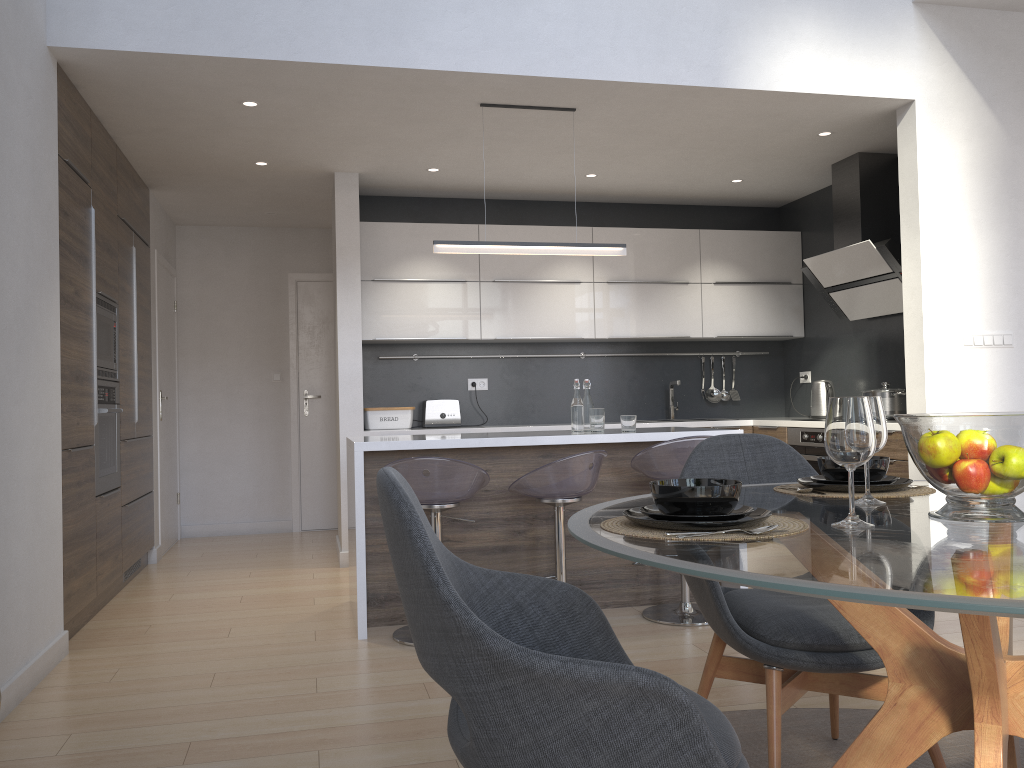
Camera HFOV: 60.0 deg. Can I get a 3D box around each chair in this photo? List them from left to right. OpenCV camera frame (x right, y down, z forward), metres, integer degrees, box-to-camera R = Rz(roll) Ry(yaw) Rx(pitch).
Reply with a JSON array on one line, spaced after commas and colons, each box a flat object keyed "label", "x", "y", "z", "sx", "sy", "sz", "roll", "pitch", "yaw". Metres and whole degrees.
[{"label": "chair", "x": -0.328, "y": 0.699, "z": 3.876, "sx": 0.475, "sy": 0.787, "sz": 0.434, "roll": -1, "pitch": -1, "yaw": 5}, {"label": "chair", "x": 0.213, "y": 0.688, "z": 3.983, "sx": 0.434, "sy": 0.787, "sz": 0.475, "roll": -3, "pitch": -2, "yaw": 40}, {"label": "chair", "x": 0.090, "y": 0.580, "z": 1.515, "sx": 0.619, "sy": 0.891, "sz": 0.655, "roll": -1, "pitch": -1, "yaw": -6}, {"label": "chair", "x": 0.795, "y": 0.652, "z": 4.118, "sx": 0.475, "sy": 0.838, "sz": 0.434, "roll": -1, "pitch": -1, "yaw": -15}, {"label": "chair", "x": 0.738, "y": 0.584, "z": 2.320, "sx": 0.655, "sy": 0.891, "sz": 0.619, "roll": -1, "pitch": -1, "yaw": -11}]

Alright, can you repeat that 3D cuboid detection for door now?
[{"label": "door", "x": -2.544, "y": 0.152, "z": 6.566, "sx": 0.085, "sy": 2.136, "sz": 0.974, "roll": -1, "pitch": -1, "yaw": -13}, {"label": "door", "x": -1.346, "y": 0.143, "z": 7.381, "sx": 0.974, "sy": 2.136, "sz": 0.085, "roll": -1, "pitch": -1, "yaw": -13}]

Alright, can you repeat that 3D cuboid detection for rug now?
[{"label": "rug", "x": 0.866, "y": 1.006, "z": 1.572, "sx": 2.499, "sy": 0.010, "sz": 2.499, "roll": 0, "pitch": -2, "yaw": -40}]

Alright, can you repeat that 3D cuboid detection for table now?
[{"label": "table", "x": 0.859, "y": 0.619, "z": 1.572, "sx": 1.499, "sy": 0.764, "sz": 1.499, "roll": -1, "pitch": -1, "yaw": -24}]

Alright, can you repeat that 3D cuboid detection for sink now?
[{"label": "sink", "x": 1.241, "y": 0.235, "z": 6.430, "sx": 0.626, "sy": 0.518, "sz": 0.512, "roll": -1, "pitch": -1, "yaw": -13}]

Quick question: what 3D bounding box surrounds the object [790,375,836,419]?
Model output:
[{"label": "object", "x": 2.154, "y": 0.085, "z": 6.332, "sx": 0.179, "sy": 0.318, "sz": 0.590, "roll": -1, "pitch": -1, "yaw": -6}]

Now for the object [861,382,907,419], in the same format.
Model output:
[{"label": "object", "x": 2.309, "y": 0.101, "z": 5.468, "sx": 0.288, "sy": 0.223, "sz": 0.315, "roll": -2, "pitch": -2, "yaw": 28}]

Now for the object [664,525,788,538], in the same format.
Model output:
[{"label": "object", "x": 0.342, "y": 0.240, "z": 1.562, "sx": 0.206, "sy": 0.015, "sz": 0.309, "roll": -1, "pitch": -1, "yaw": -3}]

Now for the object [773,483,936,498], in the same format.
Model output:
[{"label": "object", "x": 0.807, "y": 0.250, "z": 2.104, "sx": 0.360, "sy": 0.002, "sz": 0.360, "roll": 0, "pitch": -2, "yaw": -38}]

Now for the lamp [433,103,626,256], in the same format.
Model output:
[{"label": "lamp", "x": 0.092, "y": -1.030, "z": 4.471, "sx": 0.998, "sy": 0.756, "sz": 0.020, "roll": -1, "pitch": -1, "yaw": -13}]

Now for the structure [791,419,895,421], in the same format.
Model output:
[{"label": "structure", "x": 2.158, "y": 0.222, "z": 5.569, "sx": 0.550, "sy": 0.006, "sz": 0.600, "roll": -1, "pitch": -1, "yaw": -13}]

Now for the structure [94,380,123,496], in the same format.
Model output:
[{"label": "structure", "x": -2.293, "y": 0.274, "z": 4.543, "sx": 0.495, "sy": 0.570, "sz": 0.595, "roll": -1, "pitch": -1, "yaw": -13}]

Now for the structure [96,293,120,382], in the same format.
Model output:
[{"label": "structure", "x": -2.323, "y": -0.225, "z": 4.551, "sx": 0.459, "sy": 0.430, "sz": 0.595, "roll": -1, "pitch": -1, "yaw": -13}]

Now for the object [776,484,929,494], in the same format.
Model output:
[{"label": "object", "x": 0.801, "y": 0.242, "z": 2.102, "sx": 0.309, "sy": 0.015, "sz": 0.206, "roll": -1, "pitch": -1, "yaw": -8}]

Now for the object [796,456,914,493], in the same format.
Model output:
[{"label": "object", "x": 0.807, "y": 0.211, "z": 2.097, "sx": 0.258, "sy": 0.074, "sz": 0.258, "roll": -1, "pitch": -2, "yaw": -33}]

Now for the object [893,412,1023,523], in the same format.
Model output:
[{"label": "object", "x": 0.835, "y": 0.145, "z": 1.587, "sx": 0.278, "sy": 0.184, "sz": 0.278, "roll": -1, "pitch": -1, "yaw": -4}]

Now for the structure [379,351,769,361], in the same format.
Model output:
[{"label": "structure", "x": 0.528, "y": -0.212, "z": 6.562, "sx": 3.000, "sy": 0.045, "sz": 0.050, "roll": -1, "pitch": -1, "yaw": -13}]

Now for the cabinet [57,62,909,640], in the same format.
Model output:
[{"label": "cabinet", "x": 0.113, "y": -0.134, "z": 5.263, "sx": 4.694, "sy": 2.501, "sz": 2.402, "roll": -1, "pitch": -1, "yaw": -13}]

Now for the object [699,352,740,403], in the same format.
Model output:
[{"label": "object", "x": 1.586, "y": -0.051, "z": 6.792, "sx": 0.320, "sy": 0.389, "sz": 0.069, "roll": -1, "pitch": -1, "yaw": -12}]

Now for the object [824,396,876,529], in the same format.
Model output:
[{"label": "object", "x": 0.578, "y": 0.132, "z": 1.515, "sx": 0.083, "sy": 0.220, "sz": 0.083, "roll": -2, "pitch": -2, "yaw": 38}]

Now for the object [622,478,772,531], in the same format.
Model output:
[{"label": "object", "x": 0.324, "y": 0.210, "z": 1.564, "sx": 0.258, "sy": 0.074, "sz": 0.258, "roll": -2, "pitch": -1, "yaw": 7}]

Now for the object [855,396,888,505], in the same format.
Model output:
[{"label": "object", "x": 0.731, "y": 0.136, "z": 1.831, "sx": 0.083, "sy": 0.220, "sz": 0.083, "roll": -2, "pitch": -1, "yaw": 15}]

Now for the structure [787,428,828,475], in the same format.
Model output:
[{"label": "structure", "x": 2.121, "y": 0.565, "z": 5.551, "sx": 0.584, "sy": 0.588, "sz": 0.587, "roll": -1, "pitch": -1, "yaw": -13}]

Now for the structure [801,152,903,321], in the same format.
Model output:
[{"label": "structure", "x": 2.216, "y": -0.932, "z": 5.612, "sx": 0.407, "sy": 0.998, "sz": 0.898, "roll": -1, "pitch": -1, "yaw": -13}]

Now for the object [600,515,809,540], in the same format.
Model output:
[{"label": "object", "x": 0.337, "y": 0.248, "z": 1.570, "sx": 0.360, "sy": 0.002, "sz": 0.360, "roll": 0, "pitch": -2, "yaw": -38}]

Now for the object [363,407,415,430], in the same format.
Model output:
[{"label": "object", "x": -0.857, "y": 0.236, "z": 6.119, "sx": 0.380, "sy": 0.148, "sz": 0.263, "roll": -1, "pitch": -1, "yaw": -13}]

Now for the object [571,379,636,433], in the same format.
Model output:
[{"label": "object", "x": 0.449, "y": 0.104, "z": 4.366, "sx": 0.323, "sy": 0.267, "sz": 0.148, "roll": -3, "pitch": -2, "yaw": 42}]

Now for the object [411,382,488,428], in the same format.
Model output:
[{"label": "object", "x": -0.443, "y": 0.146, "z": 6.256, "sx": 0.562, "sy": 0.319, "sz": 0.191, "roll": -1, "pitch": -1, "yaw": -13}]
